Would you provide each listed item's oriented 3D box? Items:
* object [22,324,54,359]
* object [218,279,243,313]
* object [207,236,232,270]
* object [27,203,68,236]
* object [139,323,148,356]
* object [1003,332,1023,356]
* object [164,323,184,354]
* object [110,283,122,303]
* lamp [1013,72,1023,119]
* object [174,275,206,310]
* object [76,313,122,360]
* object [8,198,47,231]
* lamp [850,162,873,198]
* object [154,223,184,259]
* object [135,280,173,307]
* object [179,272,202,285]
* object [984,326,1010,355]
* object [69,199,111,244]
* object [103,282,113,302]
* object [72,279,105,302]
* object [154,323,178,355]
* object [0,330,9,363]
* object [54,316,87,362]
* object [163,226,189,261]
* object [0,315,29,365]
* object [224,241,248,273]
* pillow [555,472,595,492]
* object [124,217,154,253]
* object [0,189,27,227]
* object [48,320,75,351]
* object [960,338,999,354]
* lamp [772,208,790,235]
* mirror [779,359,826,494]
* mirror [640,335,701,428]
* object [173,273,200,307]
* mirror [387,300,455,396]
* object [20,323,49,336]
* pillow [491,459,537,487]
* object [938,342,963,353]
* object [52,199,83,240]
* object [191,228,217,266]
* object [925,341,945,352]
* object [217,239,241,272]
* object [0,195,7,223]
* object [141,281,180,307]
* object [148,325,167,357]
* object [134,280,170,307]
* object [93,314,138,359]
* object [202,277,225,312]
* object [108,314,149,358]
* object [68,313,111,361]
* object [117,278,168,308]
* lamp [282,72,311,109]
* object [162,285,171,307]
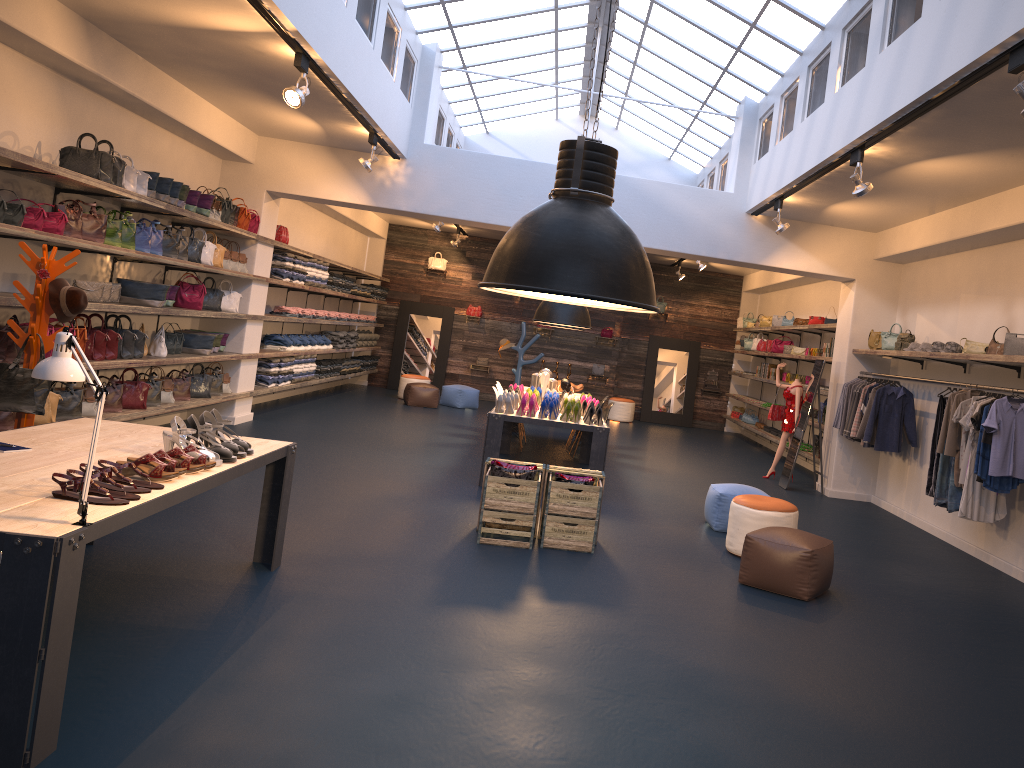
[{"bbox_3d":[-3.584,-0.303,6.479,0.273,0.299,0.231,7,1,-36],"label":"object"},{"bbox_3d":[-3.400,-1.046,10.275,0.178,0.386,0.459,7,1,43],"label":"object"},{"bbox_3d":[-3.350,-1.485,9.789,0.165,0.367,0.412,7,1,40],"label":"object"},{"bbox_3d":[-3.511,-1.241,6.514,0.207,0.244,0.260,8,1,24],"label":"object"},{"bbox_3d":[-3.628,-0.440,8.443,0.166,0.309,0.315,8,1,-33],"label":"object"},{"bbox_3d":[4.586,-0.345,7.851,0.085,0.230,0.254,9,0,-43],"label":"object"},{"bbox_3d":[-3.547,-0.475,9.085,0.100,0.329,0.254,7,-1,45],"label":"object"},{"bbox_3d":[-3.586,-0.818,7.689,0.099,0.175,0.281,8,2,22],"label":"object"},{"bbox_3d":[2.796,-1.559,4.677,0.222,0.328,0.195,8,0,42],"label":"lamp"},{"bbox_3d":[-3.427,-0.978,9.257,0.207,0.362,0.260,8,0,24],"label":"object"},{"bbox_3d":[-3.587,-0.417,7.492,0.433,0.387,0.189,8,-1,-6],"label":"object"},{"bbox_3d":[-3.583,-1.241,6.346,0.206,0.244,0.261,8,1,27],"label":"object"},{"bbox_3d":[2.934,-1.700,7.285,0.167,0.328,0.259,8,0,44],"label":"lamp"},{"bbox_3d":[-3.353,-1.382,8.319,0.405,0.339,0.200,7,0,-36],"label":"object"},{"bbox_3d":[-3.644,-0.903,8.685,0.445,0.236,0.166,7,1,-27],"label":"object"},{"bbox_3d":[-3.537,-1.033,9.511,0.315,0.411,0.126,8,-1,-33],"label":"object"},{"bbox_3d":[4.612,-0.398,8.194,0.110,0.300,0.272,9,0,-28],"label":"object"},{"bbox_3d":[-3.443,-1.314,6.990,0.405,0.339,0.200,7,0,-38],"label":"object"},{"bbox_3d":[-3.531,-0.793,7.405,0.100,0.175,0.280,8,2,19],"label":"object"},{"bbox_3d":[-3.477,-0.768,7.116,0.097,0.175,0.286,8,2,30],"label":"object"},{"bbox_3d":[-3.552,-0.466,8.922,0.100,0.329,0.254,7,-1,45],"label":"object"},{"bbox_3d":[-3.653,-0.312,5.990,0.374,0.339,0.218,8,0,3],"label":"object"},{"bbox_3d":[-3.580,-0.366,6.984,0.266,0.362,0.201,8,0,-40],"label":"object"},{"bbox_3d":[-3.335,-1.395,8.567,0.200,0.339,0.405,8,1,40],"label":"object"},{"bbox_3d":[-3.625,-0.327,6.182,0.348,0.357,0.160,8,-1,-5],"label":"object"},{"bbox_3d":[-3.322,-1.514,10.319,0.165,0.367,0.412,7,1,40],"label":"object"},{"bbox_3d":[0.476,0.848,6.815,0.312,0.319,0.454,8,2,0],"label":"pillow"},{"bbox_3d":[-3.413,-1.343,7.817,0.176,0.305,0.398,8,1,30],"label":"object"},{"bbox_3d":[-3.636,-1.255,6.193,0.310,0.276,0.128,7,0,-20],"label":"object"},{"bbox_3d":[-3.546,-0.337,6.730,0.231,0.343,0.287,8,0,30],"label":"object"},{"bbox_3d":[4.567,-0.357,8.509,0.336,0.174,0.248,10,3,40],"label":"object"},{"bbox_3d":[3.070,-1.844,9.943,0.226,0.328,0.191,8,0,26],"label":"lamp"},{"bbox_3d":[3.978,0.540,11.640,0.529,1.769,0.498,8,-1,-2],"label":"mirror"},{"bbox_3d":[3.515,-0.063,19.243,1.173,1.922,0.262,8,-1,-6],"label":"mirror"},{"bbox_3d":[-3.501,-1.007,9.372,0.216,0.386,0.264,8,0,21],"label":"object"},{"bbox_3d":[-1.941,-0.776,18.628,1.173,1.922,0.262,8,-1,-6],"label":"mirror"},{"bbox_3d":[-3.560,-0.299,6.377,0.259,0.301,0.342,8,1,27],"label":"object"},{"bbox_3d":[0.000,0.757,6.664,0.360,0.349,0.432,8,1,-1],"label":"pillow"},{"bbox_3d":[4.560,-0.372,9.021,0.235,0.136,0.178,9,2,18],"label":"object"},{"bbox_3d":[-3.468,-1.288,6.785,0.195,0.305,0.360,8,1,-11],"label":"object"},{"bbox_3d":[-3.316,-1.458,9.164,0.179,0.386,0.457,8,1,37],"label":"object"},{"bbox_3d":[4.577,-0.390,9.346,0.235,0.136,0.178,9,2,18],"label":"object"},{"bbox_3d":[-3.336,-1.500,10.067,0.165,0.367,0.412,7,1,40],"label":"object"},{"bbox_3d":[-3.695,-1.255,6.056,0.310,0.276,0.128,7,0,-20],"label":"object"},{"bbox_3d":[-3.652,-0.917,8.888,0.440,0.236,0.168,7,1,-21],"label":"object"},{"bbox_3d":[-3.503,-0.432,8.604,0.166,0.309,0.315,8,1,-33],"label":"object"},{"bbox_3d":[-3.483,-0.854,8.195,0.446,0.232,0.166,7,1,-30],"label":"object"},{"bbox_3d":[-3.563,-0.431,7.771,0.430,0.387,0.190,8,-1,-4],"label":"object"},{"bbox_3d":[-3.488,-1.039,9.957,0.179,0.386,0.455,8,1,34],"label":"object"},{"bbox_3d":[-3.573,-0.446,7.992,0.438,0.387,0.186,8,-1,-11],"label":"object"},{"bbox_3d":[-3.597,-0.397,7.275,0.440,0.387,0.186,8,-1,-12],"label":"object"},{"bbox_3d":[-3.434,-0.838,8.040,0.440,0.232,0.168,7,1,-21],"label":"object"},{"bbox_3d":[-1.670,-2.313,6.845,0.270,0.315,0.166,8,0,-38],"label":"lamp"},{"bbox_3d":[-3.538,-0.869,8.364,0.445,0.236,0.166,7,1,-27],"label":"object"}]
